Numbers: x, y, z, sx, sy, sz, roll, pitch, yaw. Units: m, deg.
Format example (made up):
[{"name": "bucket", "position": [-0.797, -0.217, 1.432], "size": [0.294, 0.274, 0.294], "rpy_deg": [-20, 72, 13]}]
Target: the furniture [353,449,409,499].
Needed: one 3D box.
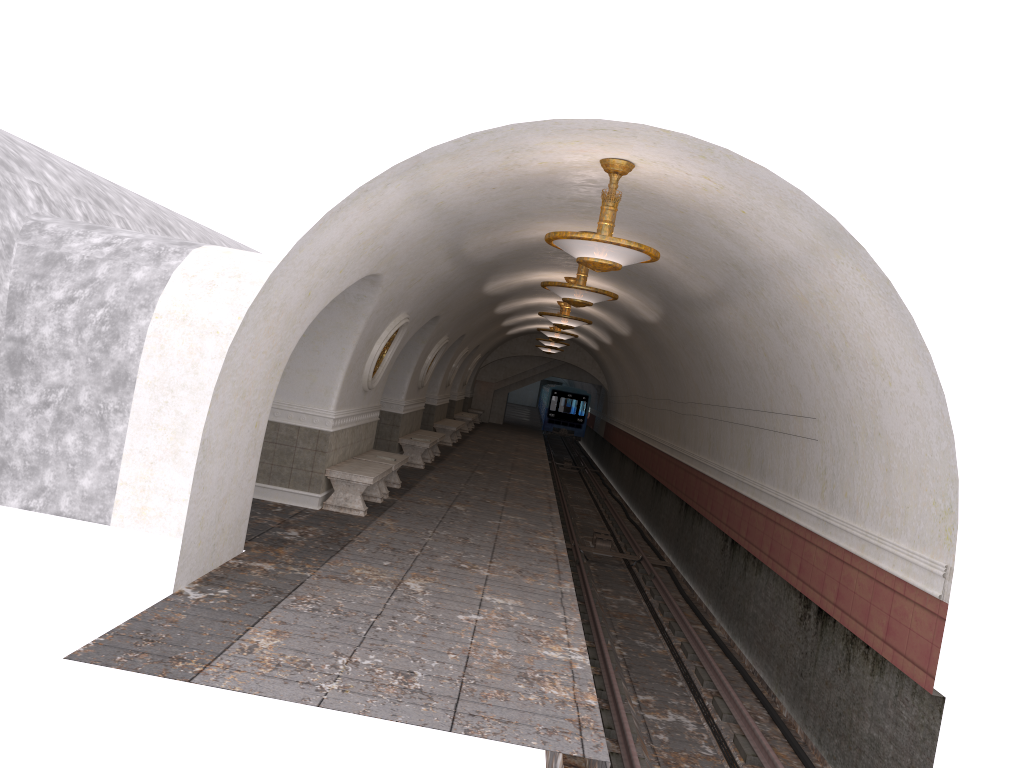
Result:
[{"name": "furniture", "position": [-1.997, 1.346, 13.392], "size": [0.613, 0.508, 1.509], "rpy_deg": [10, 0, 1]}]

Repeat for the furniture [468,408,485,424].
[{"name": "furniture", "position": [-1.486, 1.293, 36.000], "size": [0.613, 0.508, 1.509], "rpy_deg": [10, 0, 1]}]

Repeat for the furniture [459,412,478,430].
[{"name": "furniture", "position": [-1.590, 1.303, 31.380], "size": [0.613, 0.508, 1.509], "rpy_deg": [10, 0, 1]}]

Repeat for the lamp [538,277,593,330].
[{"name": "lamp", "position": [1.017, -1.455, 16.179], "size": [1.008, 0.955, 1.008], "rpy_deg": [10, 0, -15]}]

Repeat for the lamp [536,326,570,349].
[{"name": "lamp", "position": [1.236, -1.477, 25.835], "size": [1.008, 0.955, 1.008], "rpy_deg": [10, 0, 17]}]

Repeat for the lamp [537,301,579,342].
[{"name": "lamp", "position": [1.127, -1.466, 21.008], "size": [1.008, 0.955, 1.008], "rpy_deg": [10, 0, 17]}]

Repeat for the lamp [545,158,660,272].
[{"name": "lamp", "position": [0.825, -1.435, 7.664], "size": [1.008, 0.955, 1.008], "rpy_deg": [10, 0, -43]}]

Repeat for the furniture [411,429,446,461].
[{"name": "furniture", "position": [-1.861, 1.331, 19.400], "size": [0.613, 0.508, 1.509], "rpy_deg": [10, 0, 1]}]

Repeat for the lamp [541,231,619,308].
[{"name": "lamp", "position": [0.907, -1.443, 11.318], "size": [1.008, 0.955, 1.008], "rpy_deg": [10, 0, -15]}]

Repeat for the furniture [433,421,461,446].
[{"name": "furniture", "position": [-1.763, 1.321, 23.738], "size": [0.613, 0.508, 1.509], "rpy_deg": [10, 0, 1]}]

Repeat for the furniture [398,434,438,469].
[{"name": "furniture", "position": [-1.899, 1.335, 17.719], "size": [0.613, 0.508, 1.509], "rpy_deg": [10, 0, 1]}]

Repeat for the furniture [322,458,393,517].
[{"name": "furniture", "position": [-2.035, 1.349, 11.711], "size": [0.613, 0.508, 1.509], "rpy_deg": [10, 0, 1]}]

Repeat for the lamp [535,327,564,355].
[{"name": "lamp", "position": [1.345, -1.488, 30.663], "size": [1.008, 0.955, 1.008], "rpy_deg": [10, 0, -43]}]

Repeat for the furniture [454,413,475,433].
[{"name": "furniture", "position": [-1.628, 1.307, 29.699], "size": [0.613, 0.508, 1.509], "rpy_deg": [10, 0, 1]}]

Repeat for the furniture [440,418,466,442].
[{"name": "furniture", "position": [-1.725, 1.317, 25.419], "size": [0.613, 0.508, 1.509], "rpy_deg": [10, 0, 1]}]
